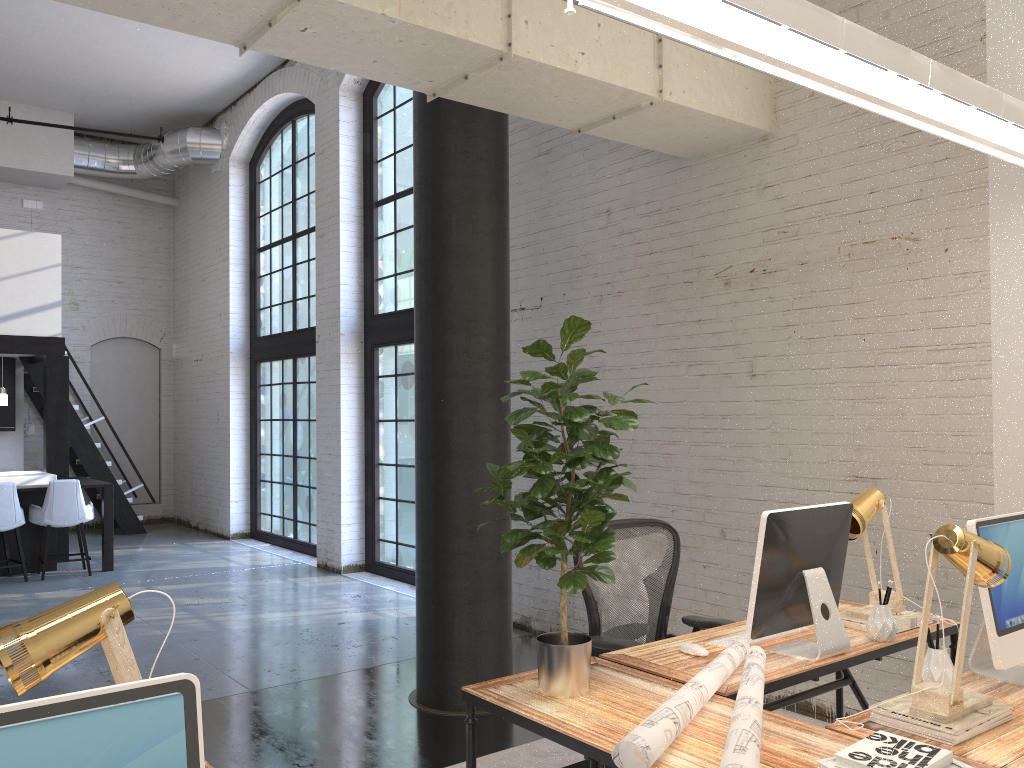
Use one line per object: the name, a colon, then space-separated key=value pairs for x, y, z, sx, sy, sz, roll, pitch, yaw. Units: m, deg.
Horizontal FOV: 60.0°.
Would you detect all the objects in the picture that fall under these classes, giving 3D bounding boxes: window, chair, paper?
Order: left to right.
chair: x=-4.857 y=1.407 z=8.305 sx=0.501 sy=0.984 sz=0.579 roll=-2 pitch=-2 yaw=44
chair: x=-4.391 y=1.415 z=8.669 sx=0.579 sy=0.984 sz=0.501 roll=0 pitch=-1 yaw=-31
window: x=-2.497 y=-0.636 z=10.234 sx=0.138 sy=5.178 sz=2.491 roll=0 pitch=-1 yaw=-37
window: x=-0.664 y=-0.727 z=7.842 sx=0.138 sy=5.178 sz=2.491 roll=0 pitch=-1 yaw=-37
chair: x=0.623 y=1.093 z=3.461 sx=0.792 sy=1.085 sz=0.770 roll=-1 pitch=-2 yaw=36
paper: x=0.508 y=0.834 z=2.424 sx=0.083 sy=0.082 sz=1.134 roll=-1 pitch=-2 yaw=27
paper: x=0.609 y=0.829 z=2.291 sx=0.083 sy=0.082 sz=1.134 roll=-1 pitch=-2 yaw=17

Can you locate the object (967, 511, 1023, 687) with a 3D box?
object: x=1.510 y=0.634 z=2.675 sx=0.484 sy=0.485 sz=0.190 roll=1 pitch=-2 yaw=-37

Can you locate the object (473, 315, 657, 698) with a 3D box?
object: x=0.154 y=0.347 z=2.592 sx=0.439 sy=1.077 sz=0.514 roll=-1 pitch=-2 yaw=43

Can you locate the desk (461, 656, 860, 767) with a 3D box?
desk: x=0.482 y=1.231 z=2.199 sx=0.529 sy=0.724 sz=1.401 roll=1 pitch=-2 yaw=-37

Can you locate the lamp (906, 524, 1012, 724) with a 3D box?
lamp: x=1.162 y=0.596 z=2.298 sx=0.344 sy=0.470 sz=0.126 roll=1 pitch=-1 yaw=-37

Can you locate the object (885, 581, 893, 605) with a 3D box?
object: x=1.301 y=0.787 z=3.088 sx=0.054 sy=0.207 sz=0.008 roll=-1 pitch=-1 yaw=40

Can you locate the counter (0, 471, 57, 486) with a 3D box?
counter: x=-5.782 y=0.962 z=8.608 sx=2.293 sy=0.095 sz=0.977 roll=1 pitch=-2 yaw=-37

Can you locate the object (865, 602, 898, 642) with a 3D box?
object: x=1.287 y=0.829 z=3.090 sx=0.101 sy=0.126 sz=0.101 roll=-1 pitch=-1 yaw=8

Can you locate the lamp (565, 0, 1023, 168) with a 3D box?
lamp: x=-0.872 y=-2.192 z=1.065 sx=7.302 sy=2.863 sz=0.226 roll=1 pitch=-2 yaw=-37

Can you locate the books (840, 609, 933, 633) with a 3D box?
books: x=1.387 y=0.878 z=3.316 sx=0.309 sy=0.038 sz=0.225 roll=1 pitch=-2 yaw=-37

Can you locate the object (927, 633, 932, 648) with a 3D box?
object: x=1.192 y=0.770 z=2.517 sx=0.054 sy=0.207 sz=0.008 roll=-1 pitch=-1 yaw=40

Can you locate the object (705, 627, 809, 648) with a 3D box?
object: x=0.868 y=0.887 z=3.123 sx=0.439 sy=0.017 sz=0.118 roll=1 pitch=-2 yaw=-37

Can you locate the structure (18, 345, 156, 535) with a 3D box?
structure: x=-5.667 y=0.417 z=11.629 sx=1.662 sy=3.185 sz=0.929 roll=0 pitch=-1 yaw=-37

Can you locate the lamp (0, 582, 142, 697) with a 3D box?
lamp: x=-0.786 y=0.612 z=1.661 sx=0.344 sy=0.470 sz=0.128 roll=1 pitch=-1 yaw=-37

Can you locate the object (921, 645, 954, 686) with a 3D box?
object: x=1.207 y=0.811 z=2.514 sx=0.101 sy=0.126 sz=0.101 roll=-1 pitch=-1 yaw=8

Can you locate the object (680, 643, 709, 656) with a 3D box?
object: x=0.603 y=0.876 z=2.929 sx=0.059 sy=0.029 sz=0.106 roll=1 pitch=-2 yaw=-37

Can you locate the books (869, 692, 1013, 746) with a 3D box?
books: x=1.107 y=0.847 z=2.286 sx=0.309 sy=0.038 sz=0.225 roll=1 pitch=-2 yaw=-37

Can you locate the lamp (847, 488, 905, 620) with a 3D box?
lamp: x=1.328 y=0.627 z=3.312 sx=0.344 sy=0.470 sz=0.126 roll=1 pitch=-1 yaw=-37

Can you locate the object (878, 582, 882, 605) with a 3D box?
object: x=1.280 y=0.786 z=3.076 sx=0.008 sy=0.207 sz=0.054 roll=-1 pitch=-1 yaw=35

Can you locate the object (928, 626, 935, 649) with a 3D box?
object: x=1.196 y=0.769 z=2.505 sx=0.054 sy=0.207 sz=0.008 roll=-1 pitch=-1 yaw=18

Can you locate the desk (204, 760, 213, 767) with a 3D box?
desk: x=-1.119 y=1.242 z=1.482 sx=1.401 sy=0.724 sz=0.529 roll=1 pitch=-2 yaw=-37

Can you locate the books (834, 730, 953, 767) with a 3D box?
books: x=0.765 y=0.750 z=1.778 sx=0.185 sy=0.030 sz=0.153 roll=1 pitch=-2 yaw=-39

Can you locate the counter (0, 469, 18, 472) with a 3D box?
counter: x=-7.486 y=1.044 z=9.271 sx=4.238 sy=0.045 sz=1.710 roll=1 pitch=-2 yaw=-37

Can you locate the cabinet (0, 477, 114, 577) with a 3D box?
cabinet: x=-5.467 y=1.456 z=8.590 sx=2.691 sy=0.910 sz=1.371 roll=1 pitch=-2 yaw=-37

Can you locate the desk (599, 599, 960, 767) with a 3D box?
desk: x=0.995 y=1.257 z=3.133 sx=1.401 sy=0.724 sz=0.529 roll=1 pitch=-2 yaw=-37

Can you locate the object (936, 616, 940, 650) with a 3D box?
object: x=1.213 y=0.769 z=2.528 sx=0.008 sy=0.207 sz=0.054 roll=-1 pitch=-1 yaw=35

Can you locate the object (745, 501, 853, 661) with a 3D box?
object: x=0.981 y=0.647 z=2.935 sx=0.484 sy=0.485 sz=0.190 roll=1 pitch=-2 yaw=-37

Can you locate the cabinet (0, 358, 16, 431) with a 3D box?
cabinet: x=-6.723 y=0.753 z=8.272 sx=4.232 sy=2.314 sz=4.276 roll=1 pitch=-2 yaw=-37

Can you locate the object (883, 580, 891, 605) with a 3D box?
object: x=1.298 y=0.787 z=3.100 sx=0.054 sy=0.207 sz=0.008 roll=-1 pitch=-1 yaw=18

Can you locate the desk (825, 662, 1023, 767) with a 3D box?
desk: x=1.505 y=1.231 z=2.456 sx=1.401 sy=0.724 sz=0.529 roll=1 pitch=-2 yaw=-37

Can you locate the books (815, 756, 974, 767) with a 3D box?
books: x=0.773 y=0.781 z=1.765 sx=0.257 sy=0.044 sz=0.193 roll=0 pitch=-2 yaw=-20

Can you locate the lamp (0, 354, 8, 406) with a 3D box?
lamp: x=-5.854 y=-0.055 z=9.974 sx=0.124 sy=0.623 sz=1.949 roll=0 pitch=-2 yaw=-37

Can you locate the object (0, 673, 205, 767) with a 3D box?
object: x=-0.605 y=0.619 z=1.024 sx=0.484 sy=0.485 sz=0.190 roll=1 pitch=-2 yaw=-37
